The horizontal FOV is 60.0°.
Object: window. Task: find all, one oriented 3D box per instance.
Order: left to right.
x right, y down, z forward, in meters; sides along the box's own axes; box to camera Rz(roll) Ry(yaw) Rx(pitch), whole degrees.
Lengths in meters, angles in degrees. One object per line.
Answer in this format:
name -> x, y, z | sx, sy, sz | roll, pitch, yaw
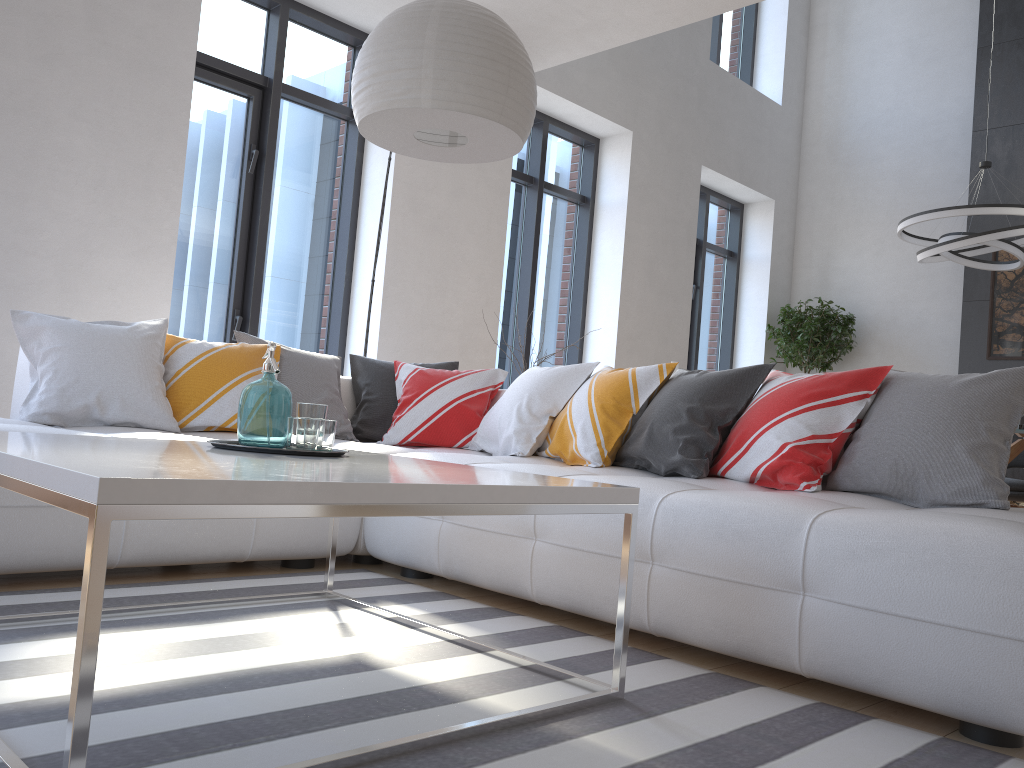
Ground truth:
window -> -1.507, -1.121, 5.295 | 1.310, 2.402, 0.170 | 8, -4, -45
window -> 0.114, -0.905, 6.911 | 1.310, 2.402, 0.170 | 8, -4, -45
window -> 1.735, -0.690, 8.527 | 1.310, 2.402, 0.170 | 8, -4, -45
window -> 2.013, -4.023, 8.694 | 1.310, 2.402, 0.170 | 8, -4, -45

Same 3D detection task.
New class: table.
table -> -0.520, 0.368, 1.838 | 1.091, 0.435, 1.091 | 8, -4, -45
table -> 2.882, 0.677, 5.647 | 1.499, 0.764, 1.499 | 3, -3, 34

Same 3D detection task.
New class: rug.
rug -> -0.288, 0.606, 1.747 | 2.326, 0.016, 1.662 | 2, -4, 45

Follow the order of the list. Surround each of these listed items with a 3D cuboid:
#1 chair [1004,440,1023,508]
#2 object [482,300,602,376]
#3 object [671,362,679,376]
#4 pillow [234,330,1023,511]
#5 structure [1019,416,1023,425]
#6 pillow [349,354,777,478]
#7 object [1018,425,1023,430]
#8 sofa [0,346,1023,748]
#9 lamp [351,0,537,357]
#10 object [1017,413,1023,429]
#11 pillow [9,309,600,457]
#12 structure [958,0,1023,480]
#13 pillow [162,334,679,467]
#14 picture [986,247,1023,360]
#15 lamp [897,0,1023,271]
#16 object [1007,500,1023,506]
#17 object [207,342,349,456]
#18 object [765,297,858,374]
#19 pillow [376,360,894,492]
chair -> 3.505, 0.696, 6.103 | 0.619, 0.891, 0.655 | 7, -4, -38
object -> 0.114, -0.086, 4.631 | 0.607, 0.744, 0.406 | 5, -3, -5
object -> 0.649, 0.100, 3.959 | 0.319, 0.398, 0.316 | 6, -3, -21
pillow -> 0.145, 0.076, 3.132 | 2.953, 0.453, 0.647 | 3, -3, 33
structure -> 4.371, 0.241, 7.053 | 0.295, 0.651, 1.010 | 8, -4, -45
pillow -> 0.075, 0.100, 3.660 | 2.120, 0.436, 0.608 | 2, -4, 41
object -> 3.352, 0.309, 5.959 | 0.258, 0.074, 0.258 | 6, -3, -25
sofa -> -0.226, 0.302, 2.780 | 3.424, 0.732, 2.614 | 2, -4, 45
lamp -> -0.498, -0.615, 4.141 | 0.710, 2.647, 3.199 | 5, -3, -9
object -> 3.152, 0.199, 5.523 | 0.083, 0.220, 0.083 | 6, -3, -17
pillow -> -0.760, 0.015, 3.390 | 2.156, 0.456, 0.580 | 6, -3, -19
structure -> 4.430, -1.919, 7.040 | 0.722, 6.351, 1.500 | 8, -4, -45
pillow -> -0.446, 0.061, 3.425 | 2.095, 0.440, 0.630 | 5, -3, 2
picture -> 4.346, -0.682, 6.998 | 0.026, 0.990, 1.056 | 8, -4, -45
lamp -> 3.200, -3.005, 5.825 | 1.000, 4.513, 1.000 | 7, -4, -43
object -> 4.343, 0.945, 7.052 | 1.005, 0.195, 0.363 | 2, -4, 44
object -> -0.547, 0.029, 2.130 | 0.330, 0.265, 0.330 | 6, -3, -21
object -> 2.775, 0.176, 8.350 | 0.813, 2.019, 0.801 | 7, -4, -41
pillow -> 0.308, 0.135, 3.432 | 2.250, 0.449, 0.575 | 2, -4, 43
